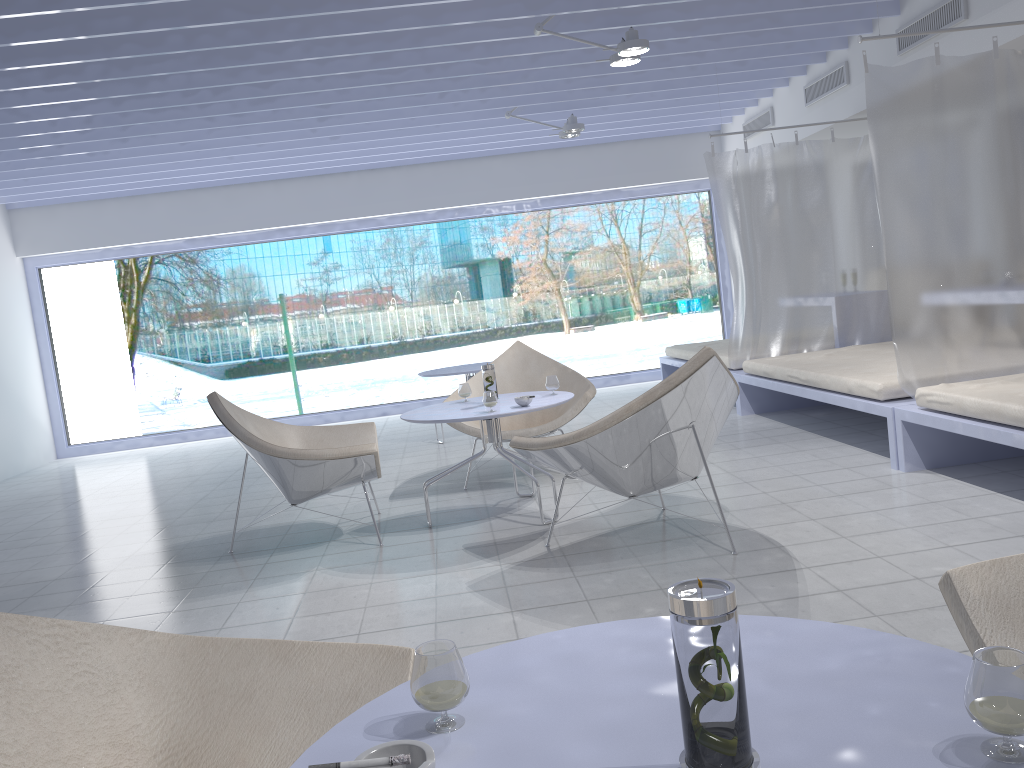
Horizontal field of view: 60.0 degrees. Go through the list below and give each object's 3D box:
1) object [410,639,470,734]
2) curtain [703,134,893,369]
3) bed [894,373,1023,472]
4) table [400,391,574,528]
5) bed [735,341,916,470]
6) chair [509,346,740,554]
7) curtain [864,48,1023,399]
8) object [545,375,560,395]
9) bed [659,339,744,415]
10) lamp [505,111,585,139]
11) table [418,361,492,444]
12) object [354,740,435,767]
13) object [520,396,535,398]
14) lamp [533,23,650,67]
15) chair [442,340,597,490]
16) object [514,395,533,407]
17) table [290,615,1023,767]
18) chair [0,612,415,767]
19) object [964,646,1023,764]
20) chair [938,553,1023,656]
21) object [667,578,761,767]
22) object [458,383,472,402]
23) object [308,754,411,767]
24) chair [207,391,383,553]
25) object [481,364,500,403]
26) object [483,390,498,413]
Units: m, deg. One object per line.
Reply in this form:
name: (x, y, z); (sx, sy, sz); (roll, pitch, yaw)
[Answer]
object: (-0.082, 0.343, 1.008); (0.068, 0.091, 0.068); (-8, 5, -14)
curtain: (2.427, -0.994, 6.308); (2.050, 1.552, 0.151); (-7, 5, -4)
bed: (2.873, 0.156, 3.102); (2.022, 0.422, 2.200); (-7, 5, -4)
table: (-0.084, 0.361, 4.207); (0.825, 0.534, 0.823); (-8, 5, -13)
bed: (2.676, -0.027, 5.292); (2.016, 0.427, 2.200); (-7, 5, -4)
chair: (0.555, 0.236, 3.478); (0.906, 0.759, 0.753); (-11, 6, -34)
curtain: (2.651, -0.795, 4.109); (1.998, 1.559, 0.125); (-8, 5, -6)
object: (0.194, 0.006, 4.250); (0.068, 0.091, 0.068); (-8, 5, -12)
bed: (2.511, -0.209, 7.488); (2.022, 0.422, 2.200); (-7, 5, -4)
lamp: (0.248, -2.036, 6.905); (0.587, 0.218, 0.380); (-7, 5, -4)
table: (-0.289, 0.134, 6.914); (0.825, 0.534, 0.823); (-2, 7, 43)
object: (-0.113, 0.385, 0.860); (0.082, 0.043, 0.082); (-7, 5, -3)
object: (0.066, 0.059, 3.903); (0.012, 0.016, 0.098); (-11, 7, -38)
lamp: (0.421, -1.862, 4.810); (0.587, 0.218, 0.380); (-7, 5, -4)
chair: (0.051, 0.138, 5.192); (0.906, 0.759, 0.753); (-6, 5, 6)
object: (0.053, 0.078, 3.933); (0.082, 0.043, 0.082); (-11, 7, -36)
table: (0.189, 0.638, 0.878); (0.825, 0.534, 0.823); (-10, 6, -27)
chair: (-0.595, 0.596, 1.139); (0.753, 0.759, 0.906); (-6, 5, 13)
object: (0.455, 0.295, 0.818); (0.068, 0.091, 0.068); (-8, 5, -14)
chair: (1.113, 0.389, 1.096); (0.753, 0.759, 0.906); (-7, 5, 0)
object: (0.185, 0.280, 0.826); (0.075, 0.185, 0.075); (-12, 7, -41)
object: (-0.235, 0.042, 4.431); (0.068, 0.091, 0.068); (-5, 6, 18)
object: (-0.147, 0.369, 0.860); (0.098, 0.016, 0.012); (-7, 5, -5)
chair: (-1.006, 0.363, 4.176); (0.753, 0.759, 0.906); (-8, 5, -9)
object: (-0.104, -0.001, 4.199); (0.075, 0.189, 0.075); (-8, 5, -12)
object: (-0.095, 0.077, 3.879); (0.068, 0.091, 0.068); (-5, 6, 24)
